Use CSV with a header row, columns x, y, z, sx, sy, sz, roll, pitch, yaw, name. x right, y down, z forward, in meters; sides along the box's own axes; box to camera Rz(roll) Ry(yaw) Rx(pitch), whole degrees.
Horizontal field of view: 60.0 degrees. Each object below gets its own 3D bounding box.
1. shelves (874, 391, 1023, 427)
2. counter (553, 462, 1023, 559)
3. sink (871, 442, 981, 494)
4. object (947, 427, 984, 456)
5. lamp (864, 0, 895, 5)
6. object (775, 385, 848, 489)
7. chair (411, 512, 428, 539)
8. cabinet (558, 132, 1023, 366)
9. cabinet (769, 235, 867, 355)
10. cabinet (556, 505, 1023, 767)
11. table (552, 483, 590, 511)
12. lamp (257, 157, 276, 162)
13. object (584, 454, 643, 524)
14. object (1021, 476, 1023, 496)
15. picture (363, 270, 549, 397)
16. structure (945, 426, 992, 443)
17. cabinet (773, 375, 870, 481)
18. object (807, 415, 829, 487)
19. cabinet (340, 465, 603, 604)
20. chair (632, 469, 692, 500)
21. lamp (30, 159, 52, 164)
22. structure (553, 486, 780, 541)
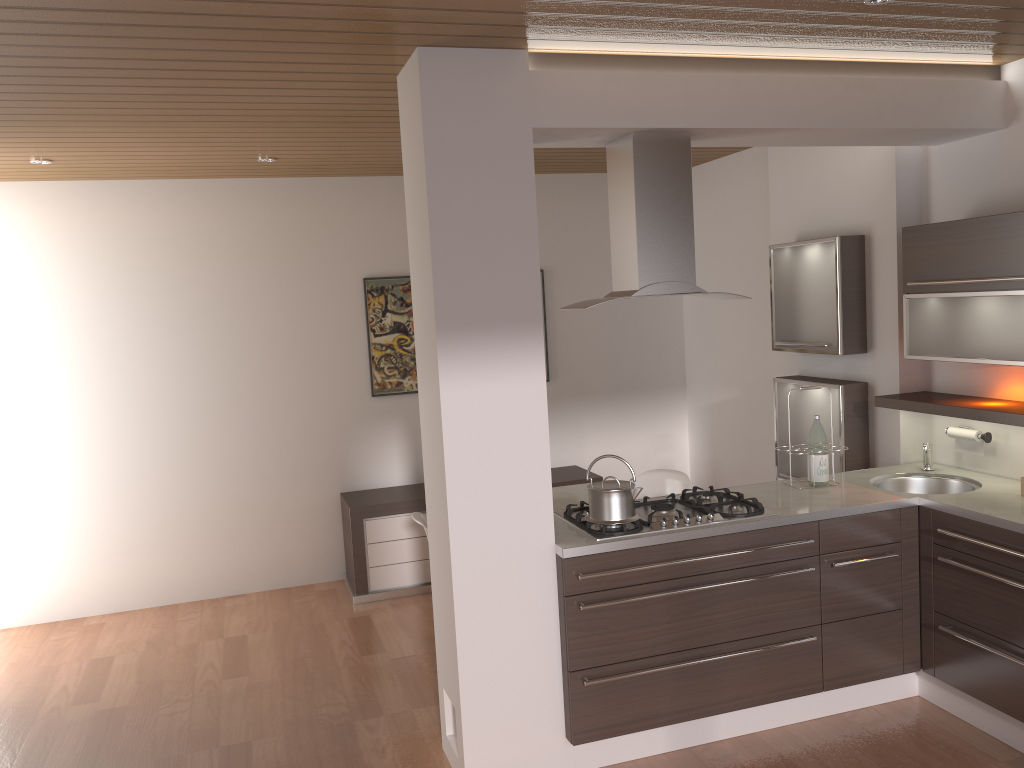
x,y,z,sx,sy,sz,roll,pitch,yaw,name
2.181,0.137,3.465,0.313,0.050,1.850,-5,6,-17,shelves
1.313,0.557,3.225,2.150,0.036,1.850,-5,6,-17,counter
1.838,0.457,3.981,0.450,0.347,0.494,-4,5,-11,sink
2.081,0.263,4.073,0.053,0.119,0.165,-5,6,-17,object
1.159,-1.235,2.785,0.102,0.055,0.102,2,7,45,lamp
1.363,0.233,4.045,0.291,0.453,0.210,-4,5,-12,object
-0.147,1.015,4.247,0.608,0.847,0.491,-4,5,-12,chair
1.328,-0.525,3.205,2.058,1.032,1.399,-5,5,-13,cabinet
1.569,-0.463,4.732,0.172,0.600,0.619,-7,6,-31,cabinet
1.339,1.007,3.266,2.150,0.870,1.850,-5,6,-17,cabinet
0.260,1.014,4.478,0.800,0.758,1.100,-5,6,-17,table
-1.392,-1.293,5.025,0.102,0.055,0.102,-7,6,-34,lamp
0.387,0.399,3.465,0.221,0.251,0.221,-6,6,-24,object
2.138,0.374,3.555,0.100,0.170,0.173,-4,5,-5,object
-0.364,-0.363,6.152,1.277,0.801,0.018,-5,6,-17,picture
2.108,0.229,4.063,0.087,0.049,0.237,-5,6,-17,structure
1.664,0.276,4.836,0.194,0.600,0.598,-5,6,-17,cabinet
1.378,0.301,3.999,0.091,0.319,0.091,-2,6,18,object
-0.254,0.979,5.997,1.740,0.608,0.540,-5,6,-17,cabinet
0.691,0.924,4.701,0.491,0.847,0.608,2,7,43,chair
-2.493,-1.198,4.688,0.102,0.055,0.102,-7,6,-34,lamp
0.622,0.515,3.669,0.797,0.047,0.494,-5,6,-17,structure
